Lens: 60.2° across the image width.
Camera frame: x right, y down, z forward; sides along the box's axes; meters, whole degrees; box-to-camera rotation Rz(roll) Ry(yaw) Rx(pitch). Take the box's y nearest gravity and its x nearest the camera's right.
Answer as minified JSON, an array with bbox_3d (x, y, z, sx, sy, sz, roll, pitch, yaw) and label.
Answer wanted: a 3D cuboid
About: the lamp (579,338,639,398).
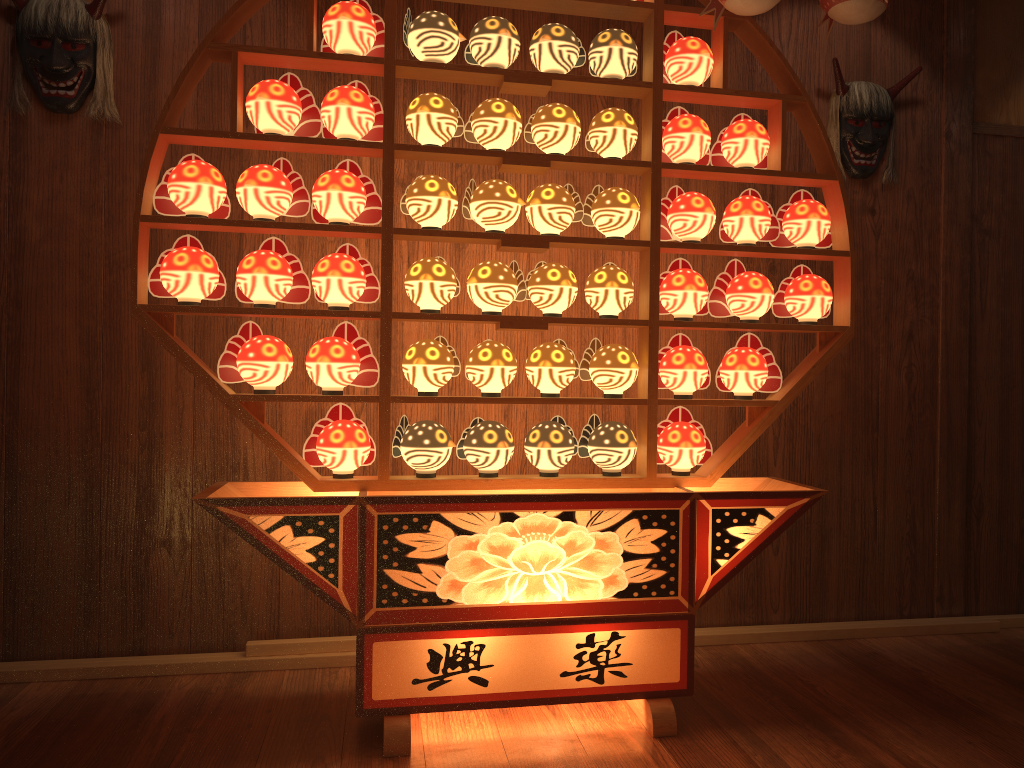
[{"bbox_3d":[0.293,-0.046,2.490,0.151,0.173,0.144,1,0,45],"label":"lamp"}]

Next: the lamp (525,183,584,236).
[{"bbox_3d":[0.101,-0.487,2.455,0.134,0.167,0.162,1,0,45],"label":"lamp"}]

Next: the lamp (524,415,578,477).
[{"bbox_3d":[0.101,0.173,2.452,0.136,0.167,0.160,1,0,20],"label":"lamp"}]

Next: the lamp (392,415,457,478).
[{"bbox_3d":[-0.223,0.168,2.385,0.153,0.167,0.142,1,0,20],"label":"lamp"}]

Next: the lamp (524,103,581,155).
[{"bbox_3d":[0.126,-0.707,2.448,0.143,0.167,0.152,1,0,-30],"label":"lamp"}]

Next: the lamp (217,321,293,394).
[{"bbox_3d":[-0.636,-0.070,2.295,0.152,0.194,0.192,1,0,40],"label":"lamp"}]

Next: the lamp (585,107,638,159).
[{"bbox_3d":[0.285,-0.707,2.481,0.140,0.173,0.156,1,0,-5],"label":"lamp"}]

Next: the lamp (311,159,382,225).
[{"bbox_3d":[-0.456,-0.511,2.324,0.199,0.200,0.158,1,0,4],"label":"lamp"}]

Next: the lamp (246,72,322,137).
[{"bbox_3d":[-0.621,-0.734,2.290,0.197,0.200,0.159,1,0,14],"label":"lamp"}]

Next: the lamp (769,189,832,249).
[{"bbox_3d":[0.871,-0.492,2.610,0.199,0.200,0.158,1,0,4],"label":"lamp"}]

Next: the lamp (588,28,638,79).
[{"bbox_3d":[0.283,-0.928,2.479,0.139,0.173,0.158,1,0,5],"label":"lamp"}]

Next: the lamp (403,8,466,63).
[{"bbox_3d":[-0.201,-0.932,2.387,0.156,0.167,0.140,1,0,5],"label":"lamp"}]

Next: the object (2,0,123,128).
[{"bbox_3d":[-1.363,-0.994,2.652,0.369,0.453,0.136,1,0,-12],"label":"object"}]

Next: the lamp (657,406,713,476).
[{"bbox_3d":[0.487,0.164,2.536,0.194,0.197,0.158,1,0,4],"label":"lamp"}]

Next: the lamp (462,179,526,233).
[{"bbox_3d":[-0.037,-0.486,2.420,0.153,0.161,0.142,1,0,20],"label":"lamp"}]

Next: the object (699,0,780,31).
[{"bbox_3d":[0.619,-1.120,2.306,0.249,0.314,0.353,1,0,-33],"label":"object"}]

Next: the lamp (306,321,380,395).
[{"bbox_3d":[-0.474,-0.071,2.322,0.197,0.200,0.159,1,0,14],"label":"lamp"}]

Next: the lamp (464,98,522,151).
[{"bbox_3d":[-0.038,-0.706,2.413,0.143,0.161,0.152,1,0,-30],"label":"lamp"}]

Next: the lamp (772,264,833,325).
[{"bbox_3d":[0.879,-0.268,2.612,0.183,0.192,0.157,1,0,-1],"label":"lamp"}]

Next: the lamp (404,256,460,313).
[{"bbox_3d":[-0.221,-0.271,2.377,0.138,0.167,0.158,1,0,10],"label":"lamp"}]

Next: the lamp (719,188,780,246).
[{"bbox_3d":[0.682,-0.490,2.572,0.177,0.191,0.160,1,0,19],"label":"lamp"}]

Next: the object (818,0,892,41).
[{"bbox_3d":[0.929,-1.128,2.374,0.232,0.318,0.360,1,0,-14],"label":"object"}]

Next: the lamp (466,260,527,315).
[{"bbox_3d":[-0.061,-0.266,2.419,0.162,0.161,0.134,1,0,-35],"label":"lamp"}]

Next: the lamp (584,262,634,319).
[{"bbox_3d":[0.273,-0.267,2.483,0.139,0.173,0.158,1,0,5],"label":"lamp"}]

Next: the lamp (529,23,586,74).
[{"bbox_3d":[0.113,-0.927,2.449,0.135,0.167,0.161,1,0,30],"label":"lamp"}]

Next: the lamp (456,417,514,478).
[{"bbox_3d":[-0.059,0.174,2.416,0.143,0.161,0.152,1,0,-30],"label":"lamp"}]

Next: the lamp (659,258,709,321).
[{"bbox_3d":[0.493,-0.275,2.529,0.189,0.195,0.157,1,0,-1],"label":"lamp"}]

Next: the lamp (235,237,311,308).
[{"bbox_3d":[-0.641,-0.294,2.286,0.200,0.200,0.157,1,0,-1],"label":"lamp"}]

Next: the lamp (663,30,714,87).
[{"bbox_3d":[0.512,-0.938,2.528,0.206,0.200,0.153,1,0,-26],"label":"lamp"}]

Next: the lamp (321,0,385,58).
[{"bbox_3d":[-0.430,-0.951,2.326,0.199,0.200,0.158,1,0,4],"label":"lamp"}]

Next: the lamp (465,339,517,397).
[{"bbox_3d":[-0.055,-0.045,2.413,0.141,0.161,0.155,1,0,-10],"label":"lamp"}]

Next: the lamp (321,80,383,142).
[{"bbox_3d":[-0.434,-0.729,2.327,0.188,0.195,0.158,1,0,4],"label":"lamp"}]

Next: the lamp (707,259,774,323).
[{"bbox_3d":[0.698,-0.274,2.574,0.206,0.200,0.153,1,0,-26],"label":"lamp"}]

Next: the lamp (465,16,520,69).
[{"bbox_3d":[-0.044,-0.927,2.408,0.142,0.161,0.153,1,0,-20],"label":"lamp"}]

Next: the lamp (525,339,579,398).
[{"bbox_3d":[0.104,-0.046,2.451,0.136,0.167,0.160,1,0,20],"label":"lamp"}]

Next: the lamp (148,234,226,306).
[{"bbox_3d":[-0.818,-0.294,2.248,0.194,0.195,0.153,1,0,-26],"label":"lamp"}]

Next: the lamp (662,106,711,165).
[{"bbox_3d":[0.502,-0.718,2.527,0.203,0.200,0.155,1,0,-11],"label":"lamp"}]

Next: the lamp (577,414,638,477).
[{"bbox_3d":[0.289,0.173,2.494,0.151,0.173,0.144,1,0,45],"label":"lamp"}]

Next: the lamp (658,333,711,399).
[{"bbox_3d":[0.493,-0.054,2.531,0.186,0.194,0.157,1,0,-1],"label":"lamp"}]

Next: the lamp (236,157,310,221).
[{"bbox_3d":[-0.645,-0.510,2.286,0.177,0.191,0.160,1,0,19],"label":"lamp"}]

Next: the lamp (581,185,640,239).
[{"bbox_3d":[0.298,-0.487,2.489,0.144,0.173,0.151,1,0,-40],"label":"lamp"}]

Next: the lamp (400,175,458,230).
[{"bbox_3d":[-0.212,-0.491,2.374,0.143,0.167,0.152,1,0,-30],"label":"lamp"}]

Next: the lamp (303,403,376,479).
[{"bbox_3d":[-0.444,0.150,2.335,0.199,0.197,0.153,1,0,-21],"label":"lamp"}]

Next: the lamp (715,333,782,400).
[{"bbox_3d":[0.673,-0.054,2.572,0.195,0.200,0.161,1,0,24],"label":"lamp"}]

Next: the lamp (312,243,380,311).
[{"bbox_3d":[-0.457,-0.287,2.326,0.182,0.192,0.158,1,0,4],"label":"lamp"}]

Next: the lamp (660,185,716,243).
[{"bbox_3d":[0.521,-0.490,2.535,0.195,0.187,0.152,1,0,-31],"label":"lamp"}]

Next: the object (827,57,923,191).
[{"bbox_3d":[1.304,-0.928,3.226,0.369,0.453,0.136,1,0,-12],"label":"object"}]

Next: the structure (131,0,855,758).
[{"bbox_3d":[0.027,-0.196,2.433,1.989,2.195,0.483,1,0,-12],"label":"structure"}]

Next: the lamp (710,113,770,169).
[{"bbox_3d":[0.679,-0.713,2.566,0.188,0.195,0.158,1,0,4],"label":"lamp"}]

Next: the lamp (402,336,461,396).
[{"bbox_3d":[-0.229,-0.051,2.379,0.136,0.167,0.160,1,0,20],"label":"lamp"}]

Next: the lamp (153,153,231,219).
[{"bbox_3d":[-0.800,-0.510,2.251,0.195,0.187,0.152,1,0,-31],"label":"lamp"}]

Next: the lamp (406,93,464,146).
[{"bbox_3d":[-0.219,-0.712,2.376,0.136,0.167,0.160,1,0,20],"label":"lamp"}]

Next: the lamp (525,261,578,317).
[{"bbox_3d":[0.117,-0.266,2.449,0.143,0.167,0.152,1,0,-25],"label":"lamp"}]
